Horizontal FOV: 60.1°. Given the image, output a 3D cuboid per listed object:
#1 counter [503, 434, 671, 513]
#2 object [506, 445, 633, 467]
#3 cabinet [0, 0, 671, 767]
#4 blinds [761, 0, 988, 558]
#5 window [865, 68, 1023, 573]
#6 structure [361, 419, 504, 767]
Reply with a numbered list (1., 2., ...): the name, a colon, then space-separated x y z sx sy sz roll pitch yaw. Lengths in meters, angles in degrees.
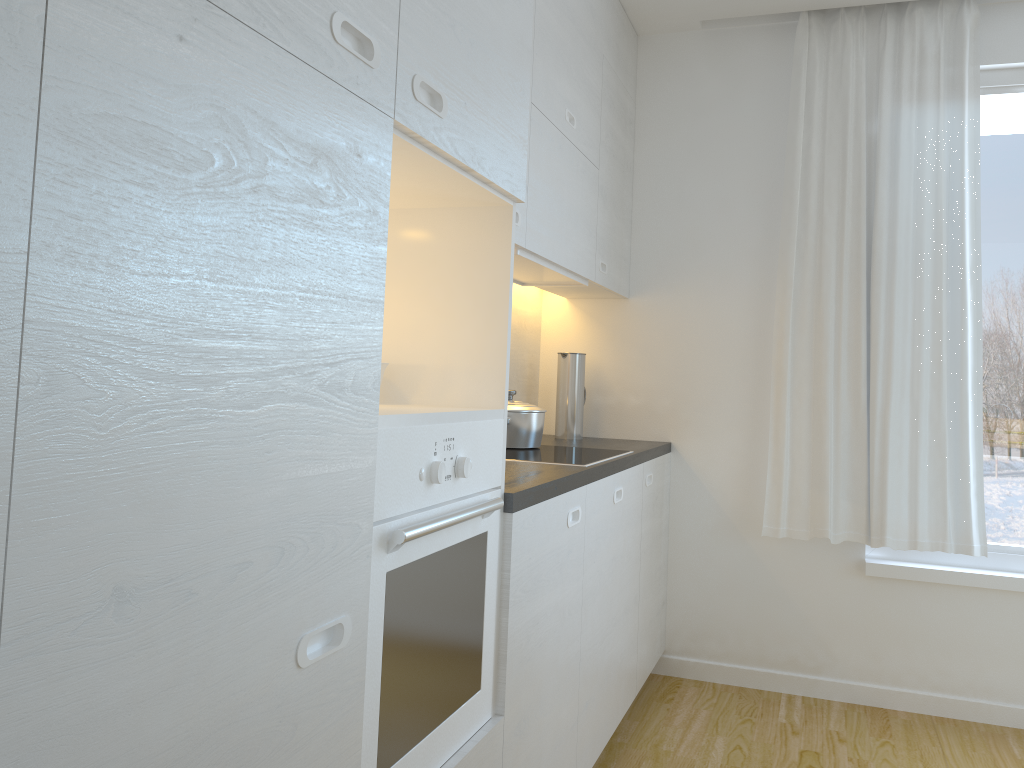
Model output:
1. counter: 0.050 0.241 2.849 0.600 0.040 1.995 2 0 19
2. object: 0.049 0.223 2.855 0.562 0.013 0.652 2 0 19
3. cabinet: -0.077 -0.083 2.284 0.481 2.307 3.192 1 -1 19
4. blinds: 1.394 -0.463 3.394 0.795 2.167 0.149 1 -3 19
5. window: 2.723 -0.224 3.117 2.728 1.925 0.088 2 -3 19
6. structure: -0.116 0.367 1.523 0.049 0.598 0.559 1 -2 19
